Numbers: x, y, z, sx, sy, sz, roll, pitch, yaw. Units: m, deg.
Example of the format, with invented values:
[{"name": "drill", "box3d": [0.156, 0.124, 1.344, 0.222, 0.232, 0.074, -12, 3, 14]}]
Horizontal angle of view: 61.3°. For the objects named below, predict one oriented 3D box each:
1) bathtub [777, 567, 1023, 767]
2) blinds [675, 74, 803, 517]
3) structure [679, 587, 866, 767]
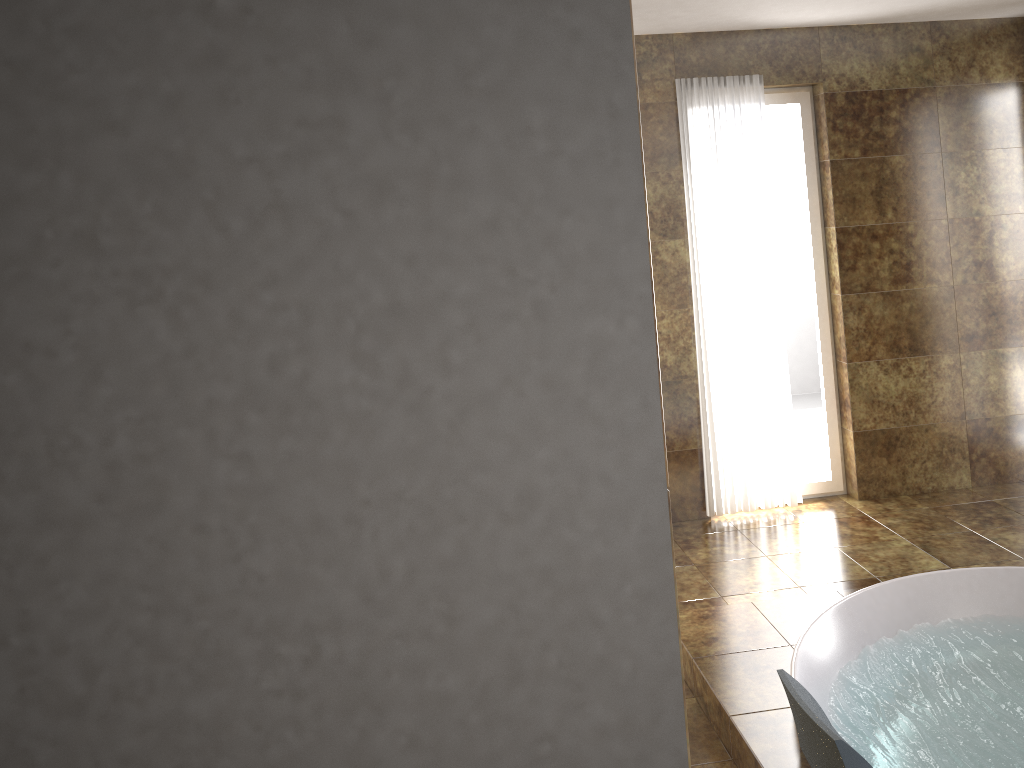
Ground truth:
[{"name": "bathtub", "box3d": [1.659, 0.978, 2.271, 1.744, 0.517, 1.785, 0, 11, 24]}, {"name": "blinds", "box3d": [1.161, -0.477, 4.444, 0.520, 2.247, 0.067, -4, -2, -7]}, {"name": "structure", "box3d": [1.661, 0.986, 2.273, 2.008, 0.123, 2.034, -5, 11, -6]}]
